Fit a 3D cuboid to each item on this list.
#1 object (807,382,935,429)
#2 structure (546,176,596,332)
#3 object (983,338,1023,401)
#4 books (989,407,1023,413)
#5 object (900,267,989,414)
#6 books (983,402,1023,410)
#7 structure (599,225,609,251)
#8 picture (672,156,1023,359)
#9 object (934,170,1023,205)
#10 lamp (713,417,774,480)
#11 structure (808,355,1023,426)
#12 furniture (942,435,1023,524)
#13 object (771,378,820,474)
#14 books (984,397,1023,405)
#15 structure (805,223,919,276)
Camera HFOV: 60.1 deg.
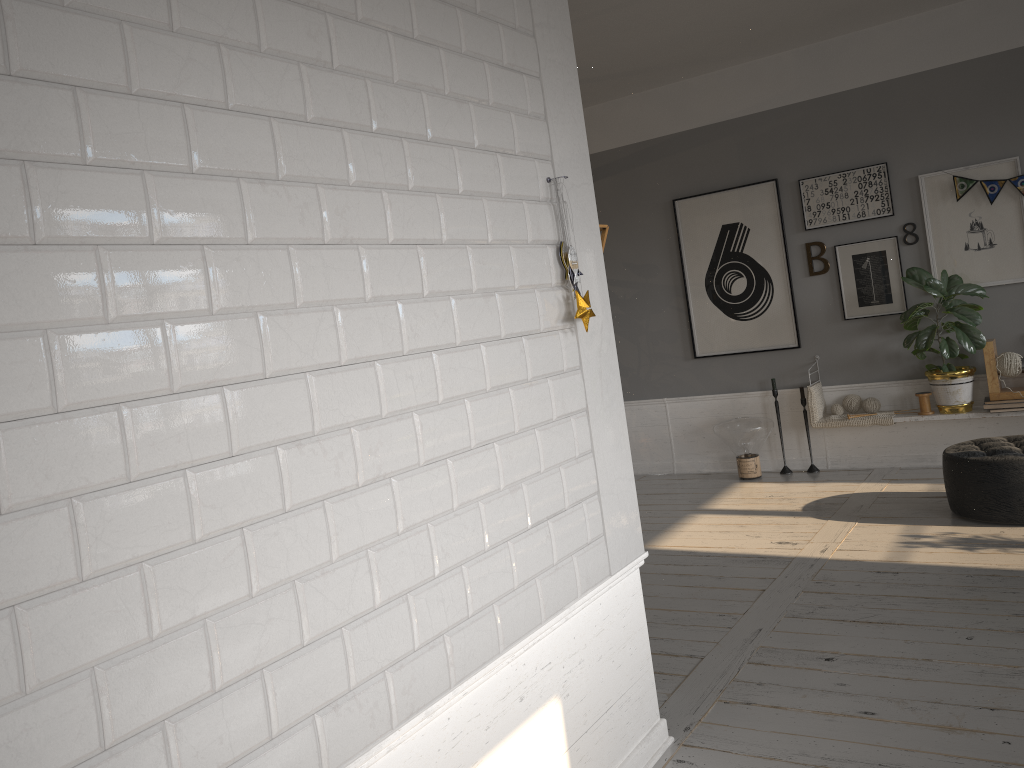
[{"bbox_3d":[2.437,0.122,6.004,0.782,0.306,0.330,-6,3,34],"label":"object"},{"bbox_3d":[0.164,-0.364,2.479,0.078,0.447,0.134,-8,0,21],"label":"structure"},{"bbox_3d":[3.245,-0.076,5.463,0.543,0.440,0.240,-6,2,33],"label":"object"},{"bbox_3d":[3.185,0.135,5.521,0.367,0.021,0.298,-6,4,27],"label":"books"},{"bbox_3d":[2.779,-0.293,5.669,0.509,0.963,0.547,-8,1,18],"label":"object"},{"bbox_3d":[3.169,0.113,5.523,0.382,0.029,0.261,-5,5,34],"label":"books"},{"bbox_3d":[0.041,-0.652,2.954,0.493,0.775,0.186,-7,1,33],"label":"structure"},{"bbox_3d":[0.418,-0.679,5.017,7.265,1.793,4.062,-6,4,33],"label":"picture"},{"bbox_3d":[3.174,-1.315,5.575,0.910,0.339,0.058,-6,1,32],"label":"object"},{"bbox_3d":[1.699,0.464,6.415,0.434,0.437,0.431,-9,2,-35],"label":"lamp"},{"bbox_3d":[3.280,-0.053,5.478,2.765,0.486,0.309,-5,2,33],"label":"structure"},{"bbox_3d":[2.688,0.488,4.676,0.733,0.356,0.739,-7,3,20],"label":"furniture"},{"bbox_3d":[2.021,0.288,6.363,0.278,0.700,0.092,-8,0,25],"label":"object"},{"bbox_3d":[3.168,0.090,5.533,0.378,0.017,0.230,-6,5,30],"label":"books"},{"bbox_3d":[2.421,-0.929,6.127,0.736,0.263,0.024,-6,1,33],"label":"structure"}]
